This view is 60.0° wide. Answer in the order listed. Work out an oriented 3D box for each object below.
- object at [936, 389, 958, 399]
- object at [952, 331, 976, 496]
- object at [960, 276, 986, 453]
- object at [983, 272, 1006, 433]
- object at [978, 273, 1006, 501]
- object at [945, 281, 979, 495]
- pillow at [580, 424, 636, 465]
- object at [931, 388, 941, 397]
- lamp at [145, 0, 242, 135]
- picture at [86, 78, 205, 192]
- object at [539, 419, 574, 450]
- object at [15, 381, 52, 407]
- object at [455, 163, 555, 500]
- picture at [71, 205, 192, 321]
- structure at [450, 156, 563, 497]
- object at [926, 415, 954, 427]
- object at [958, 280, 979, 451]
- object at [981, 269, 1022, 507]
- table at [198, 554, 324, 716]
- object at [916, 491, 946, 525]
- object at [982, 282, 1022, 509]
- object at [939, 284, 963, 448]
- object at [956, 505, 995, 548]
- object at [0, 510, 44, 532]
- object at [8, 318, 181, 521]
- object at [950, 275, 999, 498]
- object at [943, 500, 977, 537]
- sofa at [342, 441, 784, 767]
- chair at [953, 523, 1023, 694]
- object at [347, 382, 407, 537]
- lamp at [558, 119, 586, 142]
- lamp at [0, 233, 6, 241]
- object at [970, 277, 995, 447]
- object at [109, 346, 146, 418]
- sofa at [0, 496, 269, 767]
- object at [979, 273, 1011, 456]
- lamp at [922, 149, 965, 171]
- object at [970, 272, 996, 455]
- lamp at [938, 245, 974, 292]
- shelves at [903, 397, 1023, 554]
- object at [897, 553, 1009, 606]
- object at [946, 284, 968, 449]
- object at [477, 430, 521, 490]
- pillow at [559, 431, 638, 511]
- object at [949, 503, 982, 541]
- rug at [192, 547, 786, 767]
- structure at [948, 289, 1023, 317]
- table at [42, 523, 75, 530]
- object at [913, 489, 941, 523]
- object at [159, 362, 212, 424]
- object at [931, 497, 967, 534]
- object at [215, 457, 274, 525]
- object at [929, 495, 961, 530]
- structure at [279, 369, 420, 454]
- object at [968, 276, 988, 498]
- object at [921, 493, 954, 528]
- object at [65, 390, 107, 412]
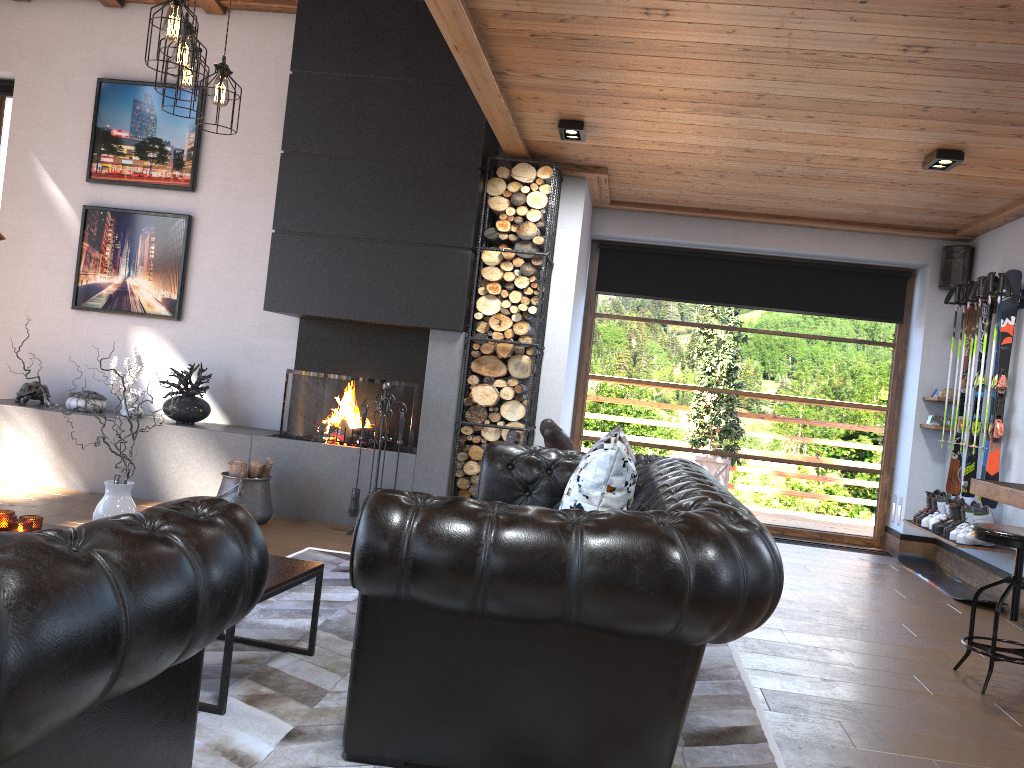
[{"bbox_3d":[3.468,0.079,7.014,0.189,0.084,0.160,6,0,5],"label":"object"},{"bbox_3d":[3.412,0.046,6.718,0.115,1.606,0.095,6,0,7],"label":"object"},{"bbox_3d":[3.230,-0.140,6.260,0.059,1.250,0.120,7,0,-36],"label":"object"},{"bbox_3d":[3.410,0.020,6.255,0.111,1.622,0.073,6,0,6],"label":"object"},{"bbox_3d":[3.390,0.018,6.182,0.111,1.622,0.073,6,0,6],"label":"object"},{"bbox_3d":[3.390,0.030,6.623,0.115,1.606,0.095,6,0,7],"label":"object"},{"bbox_3d":[0.414,0.421,4.041,0.282,0.469,0.530,6,0,10],"label":"pillow"},{"bbox_3d":[3.491,0.080,7.191,0.159,0.084,0.190,6,0,6],"label":"object"},{"bbox_3d":[-1.280,-2.270,3.792,0.262,2.202,0.802,6,0,-2],"label":"lamp"},{"bbox_3d":[-2.831,-1.926,6.846,0.877,0.816,0.036,6,0,6],"label":"picture"},{"bbox_3d":[0.263,0.364,5.123,0.251,0.319,0.148,6,0,-42],"label":"object"},{"bbox_3d":[-3.559,0.069,6.615,0.229,0.183,0.401,6,0,-39],"label":"object"},{"bbox_3d":[-0.049,-0.224,6.271,0.492,2.612,0.467,6,0,6],"label":"object"},{"bbox_3d":[-2.939,-0.937,6.839,0.877,0.816,0.036,6,0,6],"label":"picture"},{"bbox_3d":[-0.043,-0.230,6.261,0.500,2.617,0.513,6,0,7],"label":"structure"},{"bbox_3d":[3.455,0.298,7.109,0.186,0.084,0.355,7,1,43],"label":"object"},{"bbox_3d":[3.322,-0.132,6.472,0.059,1.250,0.120,6,0,-11],"label":"object"},{"bbox_3d":[3.303,0.027,5.957,0.115,1.606,0.095,6,0,7],"label":"object"},{"bbox_3d":[-0.993,0.826,3.076,0.398,0.350,0.653,6,0,12],"label":"table"},{"bbox_3d":[3.178,0.933,6.657,0.250,0.270,0.117,6,0,11],"label":"object"},{"bbox_3d":[3.325,0.043,6.052,0.115,1.606,0.095,6,0,7],"label":"object"},{"bbox_3d":[3.275,-0.139,6.677,0.121,1.250,0.059,6,0,-11],"label":"object"},{"bbox_3d":[3.074,0.929,5.859,0.251,0.270,0.116,6,0,1],"label":"object"},{"bbox_3d":[-1.846,0.515,3.201,0.249,0.081,0.299,6,1,-45],"label":"object"},{"bbox_3d":[-1.417,0.197,3.143,0.404,0.808,0.624,6,0,18],"label":"object"},{"bbox_3d":[3.320,0.008,6.424,0.254,1.622,0.104,6,0,3],"label":"object"},{"bbox_3d":[3.140,0.934,6.149,0.250,0.270,0.117,6,0,22],"label":"object"},{"bbox_3d":[0.269,0.722,3.564,1.236,0.838,2.572,6,0,7],"label":"sofa"},{"bbox_3d":[2.251,1.012,3.969,0.439,0.717,0.443,6,0,11],"label":"chair"},{"bbox_3d":[-0.875,0.490,5.827,0.311,1.018,0.304,7,0,-38],"label":"object"},{"bbox_3d":[0.367,-1.544,5.383,0.155,0.068,0.262,6,0,7],"label":"lamp"},{"bbox_3d":[-4.164,-0.315,5.803,0.522,1.899,1.334,6,0,28],"label":"lamp"},{"bbox_3d":[3.291,-0.133,6.239,0.059,1.250,0.120,6,0,-11],"label":"object"},{"bbox_3d":[-2.801,-0.015,6.466,0.261,0.532,0.423,6,0,-24],"label":"object"},{"bbox_3d":[-1.909,0.501,1.646,2.560,0.838,1.242,6,0,6],"label":"sofa"},{"bbox_3d":[3.271,-0.133,5.985,0.059,1.250,0.120,7,0,-31],"label":"object"},{"bbox_3d":[2.506,-1.307,5.156,0.155,0.068,0.262,6,0,7],"label":"lamp"},{"bbox_3d":[3.188,-0.143,6.051,0.059,1.250,0.120,6,0,-26],"label":"object"},{"bbox_3d":[3.597,-0.938,7.176,0.213,0.349,0.214,6,0,7],"label":"lamp"},{"bbox_3d":[2.992,0.592,3.973,0.610,0.988,6.661,6,1,8],"label":"shelves"},{"bbox_3d":[3.123,1.400,6.372,0.307,0.065,1.628,6,1,7],"label":"object"},{"bbox_3d":[3.352,-0.131,6.705,0.059,1.250,0.120,6,0,-11],"label":"object"},{"bbox_3d":[-0.092,0.692,5.936,0.269,0.795,0.262,6,0,-10],"label":"object"},{"bbox_3d":[0.326,0.418,3.365,0.282,0.469,0.530,6,0,10],"label":"pillow"},{"bbox_3d":[3.091,0.930,5.985,0.251,0.270,0.116,6,0,1],"label":"object"},{"bbox_3d":[-0.304,1.059,3.080,2.425,0.053,4.055,6,1,8],"label":"rug"},{"bbox_3d":[3.418,-0.598,6.342,0.318,0.135,1.053,6,1,7],"label":"structure"},{"bbox_3d":[-1.873,0.729,3.182,0.399,0.350,0.652,6,0,7],"label":"table"},{"bbox_3d":[3.195,0.934,6.774,0.252,0.270,0.116,6,0,-4],"label":"object"},{"bbox_3d":[-2.366,0.060,6.484,0.338,0.455,0.337,6,0,32],"label":"object"},{"bbox_3d":[3.126,0.931,6.287,0.249,0.270,0.117,6,0,27],"label":"object"},{"bbox_3d":[-1.753,0.693,5.825,0.380,0.431,0.388,6,0,33],"label":"object"},{"bbox_3d":[3.161,0.934,6.413,0.250,0.270,0.117,6,0,11],"label":"object"},{"bbox_3d":[-1.176,0.199,6.241,0.980,0.514,0.184,6,0,6],"label":"structure"},{"bbox_3d":[3.409,0.017,6.480,0.111,1.622,0.073,6,0,6],"label":"object"},{"bbox_3d":[3.162,0.933,6.535,0.250,0.270,0.117,6,0,11],"label":"object"},{"bbox_3d":[-3.168,0.125,6.592,0.280,0.160,0.260,6,0,9],"label":"object"}]
